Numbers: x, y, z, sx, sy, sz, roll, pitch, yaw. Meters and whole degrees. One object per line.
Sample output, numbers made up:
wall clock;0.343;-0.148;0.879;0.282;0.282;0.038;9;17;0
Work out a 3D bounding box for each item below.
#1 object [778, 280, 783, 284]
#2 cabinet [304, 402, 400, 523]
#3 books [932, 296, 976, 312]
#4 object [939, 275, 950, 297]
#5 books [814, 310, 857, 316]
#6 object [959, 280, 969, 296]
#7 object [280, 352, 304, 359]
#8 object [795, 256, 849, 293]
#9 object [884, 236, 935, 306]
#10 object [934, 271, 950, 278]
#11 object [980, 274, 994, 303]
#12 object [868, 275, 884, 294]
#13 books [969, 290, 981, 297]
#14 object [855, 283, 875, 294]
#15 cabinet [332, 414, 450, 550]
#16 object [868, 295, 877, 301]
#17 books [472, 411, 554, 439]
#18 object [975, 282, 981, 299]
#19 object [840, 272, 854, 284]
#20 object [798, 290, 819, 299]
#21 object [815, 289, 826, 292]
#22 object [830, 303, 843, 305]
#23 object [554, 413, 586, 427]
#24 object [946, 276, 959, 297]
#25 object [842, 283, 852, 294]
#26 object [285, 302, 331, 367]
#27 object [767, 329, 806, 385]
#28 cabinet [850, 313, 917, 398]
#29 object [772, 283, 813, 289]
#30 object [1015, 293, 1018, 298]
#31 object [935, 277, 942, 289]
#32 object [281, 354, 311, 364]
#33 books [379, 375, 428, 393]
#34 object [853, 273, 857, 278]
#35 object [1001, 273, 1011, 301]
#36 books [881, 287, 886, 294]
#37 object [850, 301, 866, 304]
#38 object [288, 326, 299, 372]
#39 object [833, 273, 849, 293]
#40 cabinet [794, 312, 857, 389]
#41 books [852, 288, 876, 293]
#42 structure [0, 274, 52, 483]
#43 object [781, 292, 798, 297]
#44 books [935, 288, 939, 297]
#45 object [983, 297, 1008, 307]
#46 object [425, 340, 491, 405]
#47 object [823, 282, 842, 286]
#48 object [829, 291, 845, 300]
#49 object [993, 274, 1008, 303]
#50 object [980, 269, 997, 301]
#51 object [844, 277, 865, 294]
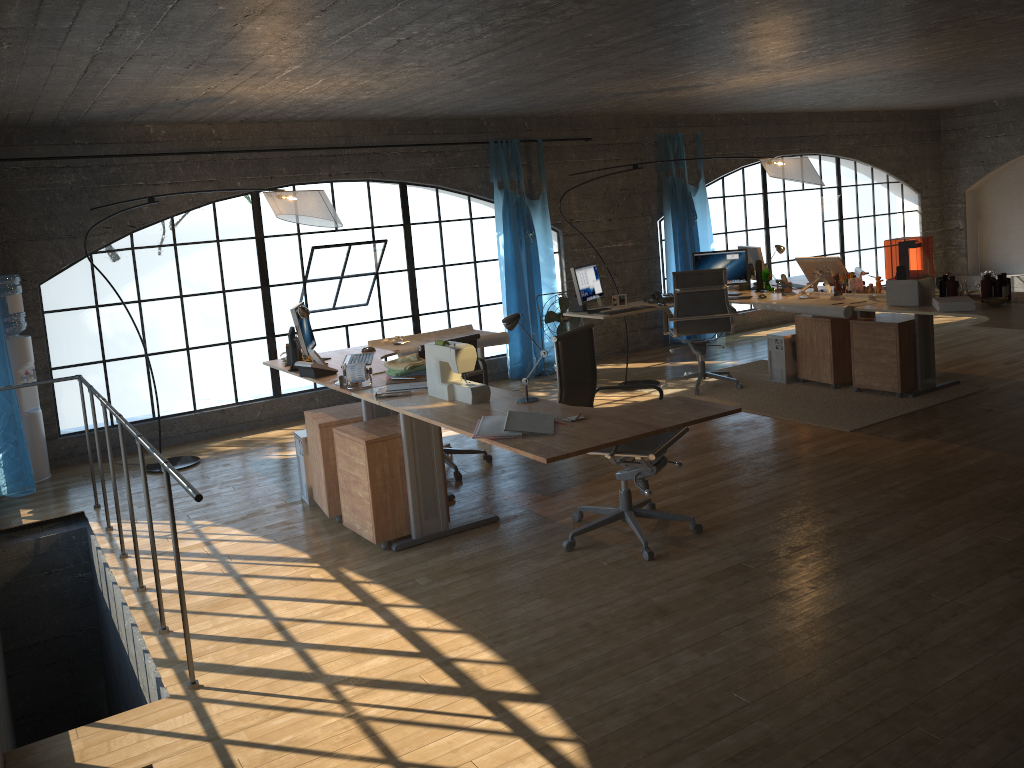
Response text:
object;2.524;-0.957;8.242;0.101;0.033;0.060;-4;10;4
cabinet;-0.882;0.428;5.030;0.474;0.566;0.428;-8;8;-23
books;2.879;-0.524;5.761;0.221;0.057;0.314;-1;11;19
object;2.987;-0.658;6.081;0.080;0.185;0.080;-8;7;-24
books;2.607;-0.621;7.136;0.311;0.109;0.221;-11;11;-29
object;3.146;-0.653;6.146;0.134;0.127;0.039;-11;8;-36
object;-1.463;-0.198;5.897;0.145;0.031;0.153;-10;12;-26
object;2.558;-0.905;7.266;0.289;0.297;0.396;-12;11;-40
object;2.766;-0.787;6.135;0.272;0.453;0.223;-11;9;-41
object;3.069;-0.763;6.270;0.076;0.101;0.154;-5;9;-1
object;3.176;-0.638;5.898;0.080;0.185;0.080;-6;7;-14
object;2.762;-0.753;6.678;0.094;0.187;0.085;-6;7;-7
books;3.303;-0.654;6.301;0.309;0.044;0.320;-10;12;-26
object;2.765;-0.761;6.894;0.074;0.119;0.218;-6;10;-12
cabinet;-0.628;0.494;4.578;0.429;0.566;0.427;-10;9;-33
object;2.655;-0.635;6.497;0.022;0.042;0.136;-4;10;6
books;0.010;0.161;3.549;0.317;0.044;0.311;-4;11;4
object;3.220;-0.647;6.101;0.037;0.119;0.075;-1;8;33
object;2.668;-0.806;7.013;0.101;0.174;0.106;2;10;45
object;2.335;-0.704;6.939;0.159;0.063;0.054;0;9;25
object;2.557;-0.775;7.312;0.097;0.024;0.108;-8;11;-17
object;2.380;-0.586;6.448;0.126;0.009;0.012;-8;10;-18
object;0.259;0.144;3.606;0.143;0.013;0.128;-11;12;-27
object;2.986;-0.638;5.982;0.080;0.185;0.080;-6;7;-14
object;2.671;-0.760;7.022;0.077;0.081;0.077;-7;8;-12
object;-1.354;-0.324;5.761;0.286;0.386;0.475;-6;9;-6
object;2.410;-0.242;7.445;0.483;0.407;0.201;-9;8;-26
cabinet;2.885;-0.224;6.734;0.429;0.566;0.428;-10;9;-33
object;2.512;-0.878;7.899;0.187;0.011;0.496;-6;11;-6
object;3.434;-0.606;6.013;0.017;0.037;0.017;-3;7;14
object;3.051;-0.716;6.272;0.077;0.081;0.078;1;10;38
object;-1.440;-0.168;5.911;0.206;0.036;0.205;-12;13;-32
books;-0.568;-0.004;4.629;0.290;0.053;0.264;-3;11;9
object;2.776;-0.834;7.130;0.105;0.142;0.105;0;9;32
object;3.294;-0.650;5.908;0.080;0.185;0.080;-8;7;-24
books;2.946;-0.722;6.784;0.290;0.053;0.264;-3;11;9
object;2.524;-0.594;6.432;0.147;0.007;0.008;-9;10;-22
object;-1.371;-0.219;5.517;0.085;0.275;0.086;-4;6;12
object;2.593;-0.793;6.990;0.094;0.176;0.228;-5;9;-3
cabinet;2.631;-0.290;7.186;0.475;0.566;0.428;-8;8;-23
books;2.860;-0.755;7.103;0.215;0.012;0.333;6;15;44
structure;-3.538;-0.033;6.244;0.327;1.461;0.329;-6;6;-11
object;2.290;-0.737;7.235;0.109;0.022;0.140;-7;11;-11
books;3.046;-0.638;6.266;0.179;0.069;0.231;-9;11;-23
object;3.114;-0.524;5.686;0.147;0.054;0.148;2;13;35
object;-0.270;-0.072;4.248;0.137;0.281;0.405;-9;10;-31
object;2.951;-0.802;7.959;0.299;0.239;0.372;-3;9;10
object;2.480;-0.675;6.745;0.131;0.055;0.049;-11;10;-31
object;3.229;-0.631;5.834;0.080;0.185;0.080;-8;7;-24
object;3.226;-0.667;5.972;0.099;0.212;0.095;-9;8;-33
object;2.683;-0.764;6.906;0.154;0.134;0.100;-4;7;4
